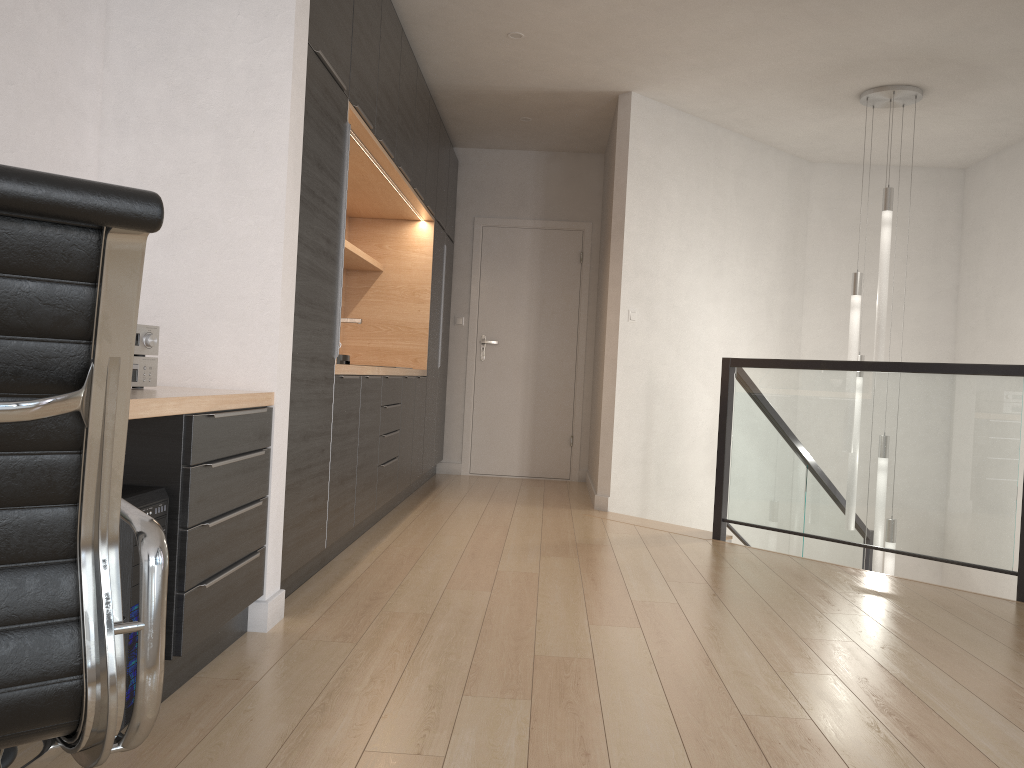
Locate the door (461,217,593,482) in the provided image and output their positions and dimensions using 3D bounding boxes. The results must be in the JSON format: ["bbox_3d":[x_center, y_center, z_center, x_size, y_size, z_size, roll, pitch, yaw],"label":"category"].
[{"bbox_3d":[0.119,-0.286,7.312,0.974,2.136,0.085,3,1,2],"label":"door"}]

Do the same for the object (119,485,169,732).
[{"bbox_3d":[-1.068,0.501,2.036,0.474,0.527,0.215,3,1,2],"label":"object"}]

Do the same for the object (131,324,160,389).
[{"bbox_3d":[-1.138,-0.080,2.355,0.270,0.174,0.285,3,1,17],"label":"object"}]

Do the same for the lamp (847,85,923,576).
[{"bbox_3d":[2.297,-0.930,5.488,0.359,6.725,0.359,3,1,39],"label":"lamp"}]

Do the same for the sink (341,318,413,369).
[{"bbox_3d":[-0.912,-0.140,5.470,0.512,0.518,0.626,3,1,2],"label":"sink"}]

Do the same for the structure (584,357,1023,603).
[{"bbox_3d":[2.827,2.114,4.947,2.823,4.339,4.190,3,1,-43],"label":"structure"}]

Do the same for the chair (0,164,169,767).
[{"bbox_3d":[-0.736,0.295,0.881,0.664,0.991,0.699,3,1,-37],"label":"chair"}]

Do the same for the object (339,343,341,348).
[{"bbox_3d":[-0.786,-0.153,3.764,0.099,0.057,0.095,3,1,5],"label":"object"}]

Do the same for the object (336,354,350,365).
[{"bbox_3d":[-0.972,-0.296,3.943,0.584,0.398,0.618,3,1,3],"label":"object"}]
